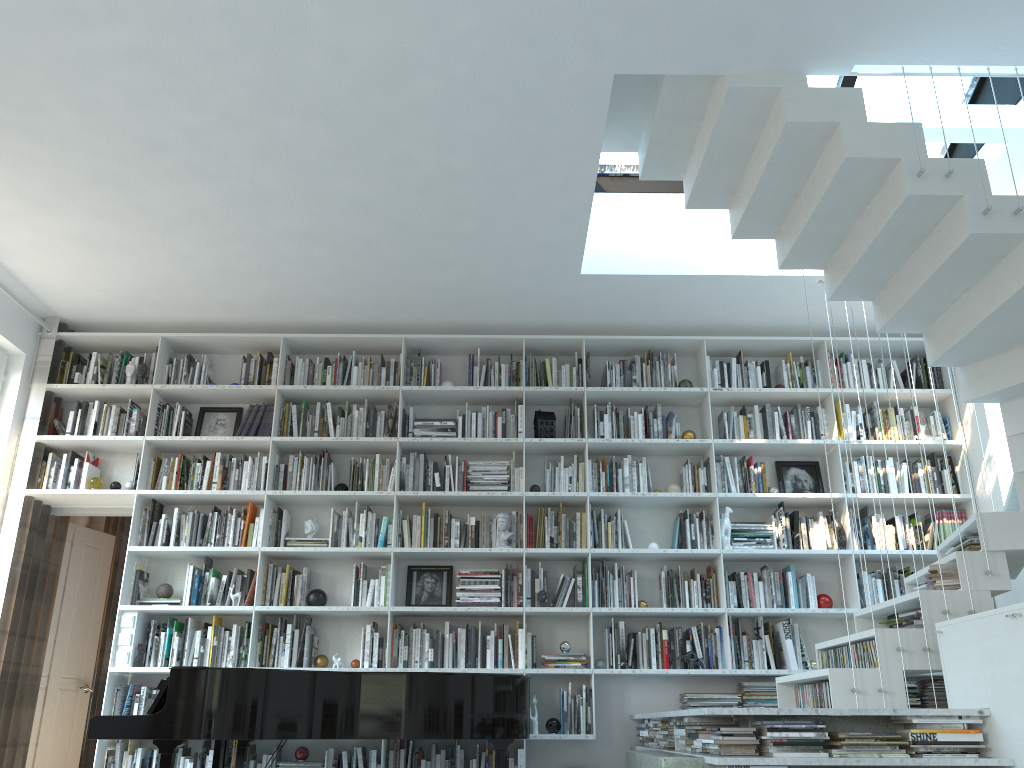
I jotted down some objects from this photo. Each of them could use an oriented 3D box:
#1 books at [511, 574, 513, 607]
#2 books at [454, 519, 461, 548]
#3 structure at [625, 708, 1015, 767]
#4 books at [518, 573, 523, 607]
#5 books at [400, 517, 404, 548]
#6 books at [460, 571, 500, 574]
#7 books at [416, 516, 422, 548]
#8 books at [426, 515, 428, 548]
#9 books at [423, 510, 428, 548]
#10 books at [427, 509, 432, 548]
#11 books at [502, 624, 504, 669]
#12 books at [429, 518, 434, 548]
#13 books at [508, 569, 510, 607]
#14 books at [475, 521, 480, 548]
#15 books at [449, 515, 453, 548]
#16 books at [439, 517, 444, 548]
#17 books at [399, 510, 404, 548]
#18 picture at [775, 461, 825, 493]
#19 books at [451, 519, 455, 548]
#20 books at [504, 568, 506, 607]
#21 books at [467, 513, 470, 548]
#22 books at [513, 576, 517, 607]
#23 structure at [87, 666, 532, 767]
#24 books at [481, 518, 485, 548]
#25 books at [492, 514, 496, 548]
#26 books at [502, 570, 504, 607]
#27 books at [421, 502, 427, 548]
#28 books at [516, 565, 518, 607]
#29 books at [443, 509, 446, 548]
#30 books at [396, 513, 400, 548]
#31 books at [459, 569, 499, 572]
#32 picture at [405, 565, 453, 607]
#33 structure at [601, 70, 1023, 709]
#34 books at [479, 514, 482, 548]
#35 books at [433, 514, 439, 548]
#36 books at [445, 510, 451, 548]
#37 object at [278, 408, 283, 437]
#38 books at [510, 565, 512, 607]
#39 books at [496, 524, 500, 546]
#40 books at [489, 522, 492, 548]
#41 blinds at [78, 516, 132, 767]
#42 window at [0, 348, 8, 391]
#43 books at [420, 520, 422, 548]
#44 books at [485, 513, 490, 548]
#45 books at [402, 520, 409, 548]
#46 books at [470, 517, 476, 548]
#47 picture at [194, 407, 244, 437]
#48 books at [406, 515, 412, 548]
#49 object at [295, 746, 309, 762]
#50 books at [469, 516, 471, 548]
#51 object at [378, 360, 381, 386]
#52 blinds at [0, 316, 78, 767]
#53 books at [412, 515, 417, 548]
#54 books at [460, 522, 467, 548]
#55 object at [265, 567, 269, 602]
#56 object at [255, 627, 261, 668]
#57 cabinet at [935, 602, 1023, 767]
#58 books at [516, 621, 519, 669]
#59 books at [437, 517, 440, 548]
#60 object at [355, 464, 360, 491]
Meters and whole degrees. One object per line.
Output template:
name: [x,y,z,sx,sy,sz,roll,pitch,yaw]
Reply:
books: [0.002,1.360,5.764,0.013,0.231,0.135,0,-21,0]
books: [-0.360,1.019,5.874,0.030,0.214,0.169,0,-21,0]
structure: [1.602,1.849,4.057,2.899,0.656,3.125,0,-21,0]
books: [0.057,1.352,5.736,0.034,0.228,0.200,0,-21,0]
books: [-0.727,1.014,5.892,0.011,0.234,0.142,0,-21,0]
books: [-0.211,1.244,5.794,0.254,0.012,0.161,1,-21,-3]
books: [-0.614,1.008,5.884,0.029,0.239,0.156,0,-21,0]
books: [-0.555,1.007,5.886,0.010,0.243,0.150,0,-21,0]
books: [-0.568,0.985,5.859,0.015,0.265,0.190,0,-21,0]
books: [-0.545,0.984,5.875,0.010,0.279,0.171,0,-21,0]
books: [-0.056,1.679,5.648,0.010,0.283,0.132,0,-21,0]
books: [-0.528,1.016,5.888,0.024,0.227,0.148,0,-21,0]
books: [-0.021,1.347,5.762,0.013,0.255,0.163,0,-21,0]
books: [-0.227,1.023,5.863,0.029,0.199,0.179,0,-21,0]
books: [-0.405,1.006,5.892,0.011,0.250,0.131,0,-21,0]
books: [-0.463,1.011,5.883,0.025,0.235,0.137,0,-21,0]
books: [-0.737,0.992,5.901,0.010,0.281,0.141,0,-21,0]
picture: [1.977,0.669,6.084,0.300,0.298,0.078,0,-21,0]
books: [-0.387,1.018,5.873,0.024,0.215,0.176,0,-21,0]
books: [-0.044,1.341,5.753,0.011,0.259,0.185,0,-21,0]
books: [-0.288,1.000,5.885,0.014,0.257,0.162,0,-21,0]
books: [0.019,1.367,5.760,0.021,0.216,0.132,0,-21,0]
structure: [-0.855,1.858,4.361,1.918,0.829,1.340,0,-21,0]
books: [-0.189,1.018,5.893,0.025,0.229,0.143,0,-21,0]
books: [-0.118,1.002,5.890,0.024,0.258,0.127,0,-21,0]
books: [-0.056,1.345,5.754,0.012,0.253,0.161,0,-21,0]
books: [-0.582,0.961,5.868,0.014,0.316,0.188,0,-21,0]
books: [0.035,1.332,5.755,0.011,0.278,0.186,0,-21,0]
books: [-0.444,0.986,5.885,0.013,0.282,0.177,0,-21,0]
books: [-0.748,1.002,5.888,0.012,0.253,0.161,0,-21,0]
books: [-0.211,1.232,5.796,0.254,0.012,0.161,-1,-21,3]
picture: [-0.541,1.338,5.813,0.300,0.298,0.078,0,-21,0]
structure: [1.748,0.132,4.294,2.613,3.368,1.962,0,-21,0]
books: [-0.207,0.998,5.861,0.012,0.244,0.186,0,-21,0]
books: [-0.502,1.004,5.899,0.028,0.258,0.135,0,-21,0]
books: [-0.424,0.988,5.869,0.028,0.266,0.190,0,-21,0]
object: [-1.585,0.312,6.140,0.012,0.253,0.161,0,-21,0]
books: [-0.009,1.332,5.767,0.011,0.287,0.152,0,-21,0]
books: [-0.089,1.028,5.878,0.035,0.200,0.150,0,-21,0]
books: [-0.141,1.029,5.886,0.022,0.206,0.114,0,-21,0]
blinds: [-3.213,1.601,7.040,0.140,3.217,0.779,0,-21,0]
window: [-3.361,0.376,4.687,0.073,2.001,1.991,0,-21,0]
books: [-0.594,0.992,5.903,0.010,0.282,0.137,0,-21,0]
books: [-0.164,0.998,5.880,0.025,0.257,0.151,0,-21,0]
books: [-0.694,1.017,5.864,0.053,0.208,0.157,0,-21,0]
books: [-0.256,1.011,5.865,0.029,0.223,0.186,0,-21,0]
picture: [-2.050,0.297,6.191,0.300,0.298,0.078,0,-21,0]
books: [-0.676,1.006,5.881,0.042,0.241,0.163,0,-21,0]
object: [-1.273,2.241,5.373,0.086,0.086,0.086,9,-22,-21]
books: [-0.276,1.010,5.877,0.010,0.233,0.175,0,-21,0]
object: [-0.929,-0.024,6.269,0.010,0.245,0.158,0,-21,0]
blinds: [-3.204,1.174,5.936,0.140,3.217,0.779,0,-21,0]
books: [-0.642,1.007,5.891,0.026,0.247,0.139,0,-21,0]
books: [-0.320,1.031,5.883,0.050,0.198,0.146,0,-21,0]
object: [-1.577,1.336,5.768,0.012,0.269,0.131,0,-21,0]
object: [-1.589,1.681,5.626,0.012,0.253,0.161,0,-21,0]
cabinet: [2.105,1.183,3.311,0.551,0.665,0.997,0,-21,0]
books: [0.035,1.668,5.643,0.011,0.299,0.150,0,-21,0]
books: [-0.482,1.012,5.875,0.012,0.227,0.170,0,-21,0]
object: [-1.043,0.671,6.016,0.010,0.224,0.143,0,-21,0]
